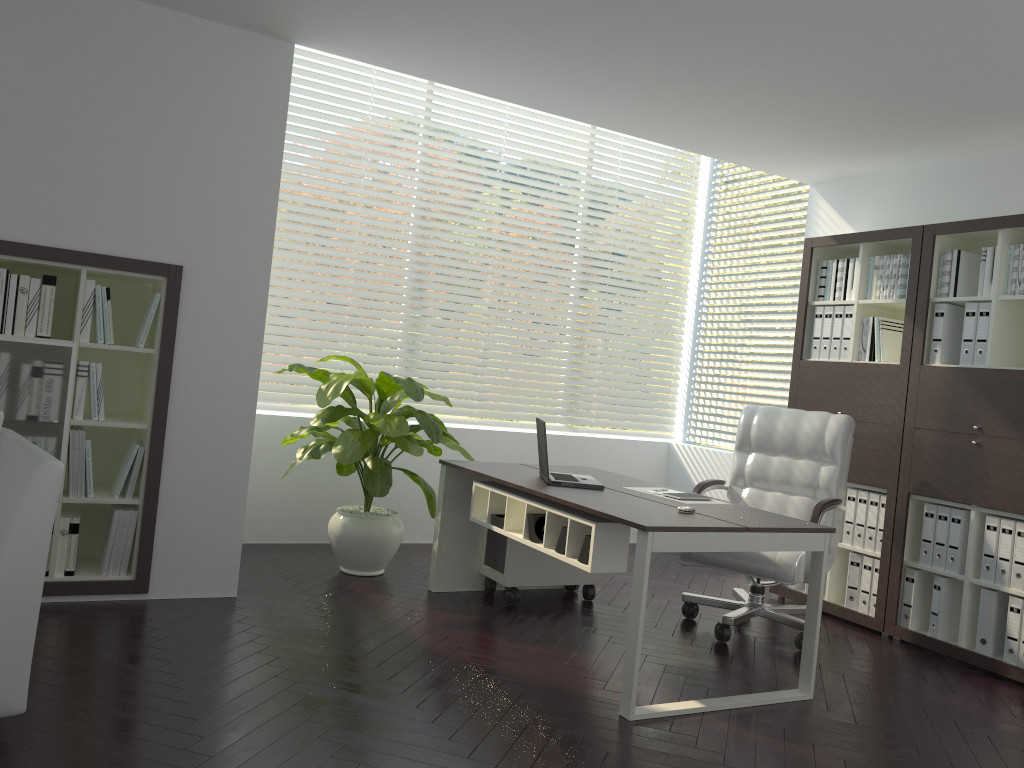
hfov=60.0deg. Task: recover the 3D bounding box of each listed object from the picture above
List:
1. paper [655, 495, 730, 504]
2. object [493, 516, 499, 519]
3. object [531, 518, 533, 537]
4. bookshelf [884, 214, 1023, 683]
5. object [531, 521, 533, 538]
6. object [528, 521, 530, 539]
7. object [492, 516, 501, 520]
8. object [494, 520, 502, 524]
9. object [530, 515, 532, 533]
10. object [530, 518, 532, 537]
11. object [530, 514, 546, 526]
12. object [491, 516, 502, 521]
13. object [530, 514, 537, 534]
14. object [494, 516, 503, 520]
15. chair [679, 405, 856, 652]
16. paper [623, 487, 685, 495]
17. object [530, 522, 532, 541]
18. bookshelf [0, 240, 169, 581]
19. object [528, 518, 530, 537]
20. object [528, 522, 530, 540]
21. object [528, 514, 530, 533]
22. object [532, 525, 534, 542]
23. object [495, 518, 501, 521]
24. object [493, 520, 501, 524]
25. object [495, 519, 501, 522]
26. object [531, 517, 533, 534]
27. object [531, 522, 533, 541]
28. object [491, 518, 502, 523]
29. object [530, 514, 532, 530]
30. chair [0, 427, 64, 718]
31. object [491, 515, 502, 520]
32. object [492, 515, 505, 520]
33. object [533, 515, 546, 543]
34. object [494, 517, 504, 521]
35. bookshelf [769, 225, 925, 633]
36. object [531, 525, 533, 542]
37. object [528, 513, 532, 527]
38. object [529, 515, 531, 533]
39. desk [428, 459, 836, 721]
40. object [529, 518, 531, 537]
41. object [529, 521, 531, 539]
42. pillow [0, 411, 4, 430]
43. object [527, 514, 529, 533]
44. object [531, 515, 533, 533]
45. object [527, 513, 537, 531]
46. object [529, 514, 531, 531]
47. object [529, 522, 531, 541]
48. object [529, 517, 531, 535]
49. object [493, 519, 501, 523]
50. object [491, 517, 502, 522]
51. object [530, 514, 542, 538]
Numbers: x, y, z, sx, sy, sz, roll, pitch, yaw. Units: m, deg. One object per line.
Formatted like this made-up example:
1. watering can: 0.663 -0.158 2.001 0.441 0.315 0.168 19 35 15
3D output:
1. paper: 0.833 0.535 4.119 0.290 0.001 0.210 6 1 -30
2. object: -0.017 0.644 4.261 0.133 0.002 0.119 6 1 -29
3. object: 0.147 0.646 3.966 0.133 0.113 0.040 6 0 -29
4. bookshelf: 2.431 0.275 4.446 0.361 2.189 0.828 6 0 -29
5. object: 0.146 0.645 3.967 0.133 0.113 0.039 6 0 -29
6. object: 0.133 0.644 3.992 0.133 0.113 0.039 6 0 -29
7. object: -0.017 0.644 4.261 0.133 0.002 0.119 6 1 -29
8. object: -0.016 0.660 4.256 0.133 0.002 0.119 6 1 -29
9. object: 0.144 0.645 3.972 0.133 0.113 0.040 6 0 -29
10. object: 0.142 0.645 3.974 0.133 0.113 0.040 6 0 -29
11. object: 0.140 0.645 3.977 0.133 0.113 0.039 6 0 -29
12. object: -0.017 0.647 4.260 0.133 0.002 0.119 6 1 -29
13. object: 0.143 0.645 3.973 0.133 0.113 0.039 6 0 -29
14. object: -0.017 0.642 4.262 0.133 0.002 0.119 6 1 -29
15. chair: 1.327 0.699 4.611 0.726 1.166 0.829 6 0 36
16. paper: 0.713 0.521 4.318 0.290 0.001 0.210 6 1 -36
17. object: 0.141 0.645 3.976 0.133 0.113 0.040 6 0 -29
18. bookshelf: -2.635 0.100 3.726 2.098 1.496 0.502 6 0 -29
19. object: 0.134 0.644 3.990 0.133 0.113 0.040 6 0 -29
20. object: 0.133 0.644 3.992 0.133 0.113 0.040 6 0 -29
21. object: 0.135 0.644 3.988 0.133 0.113 0.040 6 0 -29
22. object: 0.149 0.646 3.961 0.133 0.113 0.039 6 0 -29
23. object: -0.016 0.649 4.260 0.133 0.002 0.119 6 1 -29
24. object: -0.016 0.662 4.256 0.133 0.002 0.119 6 1 -29
25. object: -0.016 0.653 4.258 0.133 0.002 0.119 6 1 -29
26. object: 0.147 0.646 3.965 0.133 0.113 0.039 6 0 -29
27. object: 0.146 0.646 3.968 0.133 0.113 0.040 6 0 -29
28. object: -0.016 0.655 4.258 0.133 0.002 0.119 6 1 -29
29. object: 0.144 0.645 3.971 0.133 0.113 0.039 6 0 -29
30. chair: -2.041 0.543 2.524 1.154 0.816 0.945 6 0 -38
31. object: -0.017 0.642 4.262 0.133 0.002 0.119 6 1 -29
32. object: -0.017 0.640 4.262 0.133 0.002 0.119 6 1 -29
33. object: 0.154 0.646 3.953 0.133 0.113 0.039 6 0 -29
34. object: -0.016 0.647 4.260 0.133 0.002 0.119 6 1 -29
35. bookshelf: 2.031 0.228 5.177 0.361 2.189 0.828 6 0 -29
36. object: 0.145 0.645 3.969 0.133 0.113 0.039 6 0 -29
37. object: 0.132 0.644 3.994 0.133 0.113 0.039 6 0 -29
38. object: 0.139 0.645 3.980 0.133 0.113 0.040 6 0 -29
39. desk: 0.433 0.845 4.192 0.974 0.698 1.814 6 0 -29
40. object: 0.138 0.645 3.982 0.133 0.113 0.040 6 0 -29
41. object: 0.137 0.644 3.984 0.133 0.113 0.039 6 0 -29
42. pillow: -1.921 0.271 2.874 0.465 0.473 0.257 6 0 -1
43. object: 0.130 0.644 3.996 0.133 0.113 0.040 6 0 -29
44. object: 0.148 0.646 3.964 0.133 0.113 0.040 6 0 -29
45. object: 0.131 0.644 3.996 0.133 0.113 0.039 6 0 -29
46. object: 0.139 0.645 3.979 0.133 0.113 0.039 6 0 -29
47. object: 0.137 0.645 3.984 0.133 0.113 0.040 6 0 -29
48. object: 0.138 0.645 3.981 0.133 0.113 0.039 6 0 -29
49. object: -0.016 0.658 4.257 0.133 0.002 0.119 6 1 -29
50. object: -0.016 0.651 4.259 0.133 0.002 0.119 6 1 -29
51. object: 0.142 0.645 3.975 0.133 0.113 0.039 6 0 -29
